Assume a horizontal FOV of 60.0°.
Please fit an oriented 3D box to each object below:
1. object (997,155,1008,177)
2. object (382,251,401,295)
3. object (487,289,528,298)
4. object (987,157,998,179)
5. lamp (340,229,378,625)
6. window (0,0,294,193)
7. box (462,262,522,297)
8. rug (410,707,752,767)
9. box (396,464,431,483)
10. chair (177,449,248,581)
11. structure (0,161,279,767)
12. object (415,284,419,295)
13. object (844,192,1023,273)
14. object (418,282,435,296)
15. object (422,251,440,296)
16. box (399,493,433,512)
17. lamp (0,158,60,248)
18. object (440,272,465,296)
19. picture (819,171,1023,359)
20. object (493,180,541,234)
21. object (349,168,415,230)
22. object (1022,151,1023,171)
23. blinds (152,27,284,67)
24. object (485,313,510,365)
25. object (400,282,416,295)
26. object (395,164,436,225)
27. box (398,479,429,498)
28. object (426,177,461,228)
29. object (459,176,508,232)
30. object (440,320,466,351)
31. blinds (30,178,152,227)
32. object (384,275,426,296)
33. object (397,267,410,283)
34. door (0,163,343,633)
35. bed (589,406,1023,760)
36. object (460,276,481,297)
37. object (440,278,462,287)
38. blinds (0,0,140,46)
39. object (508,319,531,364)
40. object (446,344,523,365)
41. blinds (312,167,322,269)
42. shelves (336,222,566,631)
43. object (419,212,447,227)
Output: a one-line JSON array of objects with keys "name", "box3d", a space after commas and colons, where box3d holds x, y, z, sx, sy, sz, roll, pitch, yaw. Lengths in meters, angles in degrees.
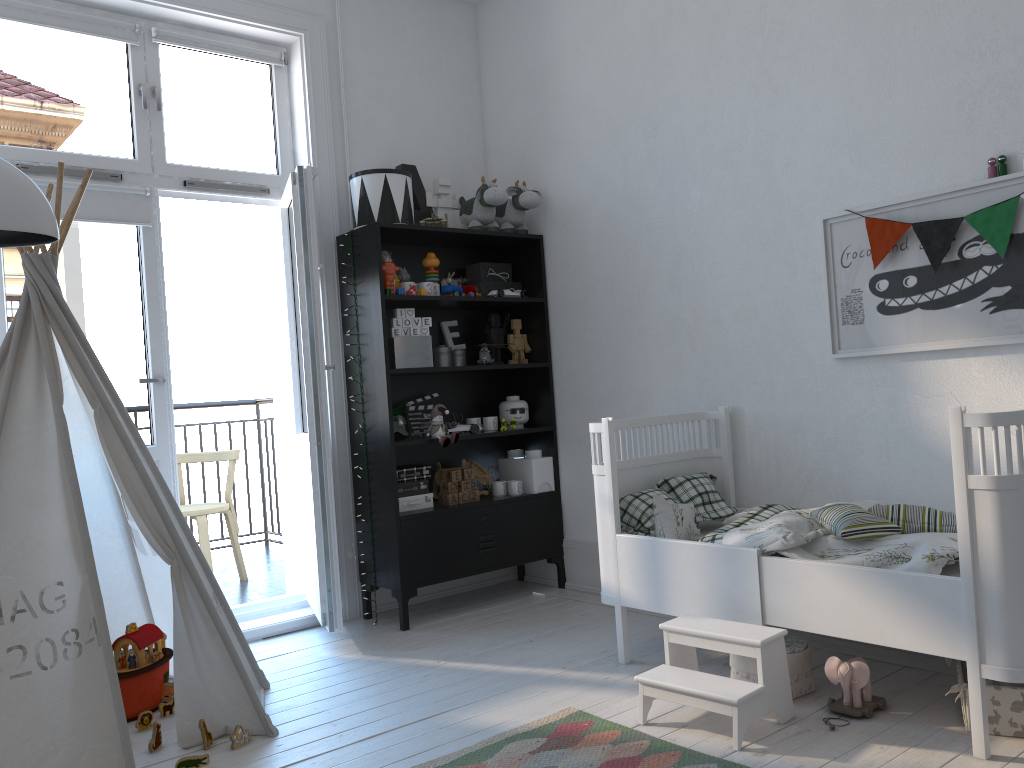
[{"name": "object", "box3d": [1.443, -0.641, 2.609, 0.025, 0.064, 0.025, -4, 0, -41]}, {"name": "object", "box3d": [-0.522, -0.467, 3.766, 0.105, 0.203, 0.072, -4, 0, -32]}, {"name": "object", "box3d": [-0.024, -0.418, 4.137, 0.098, 0.048, 0.230, -4, -1, 41]}, {"name": "object", "box3d": [1.426, -0.640, 2.631, 0.025, 0.064, 0.025, -4, 0, -44]}, {"name": "lamp", "box3d": [-0.312, 0.161, 4.071, 0.985, 1.684, 0.095, -4, 0, -42]}, {"name": "window", "box3d": [-1.474, -1.152, 3.585, 1.262, 0.660, 0.101, -3, 0, -39]}, {"name": "box", "box3d": [-0.089, -0.484, 4.269, 0.251, 0.189, 0.179, -4, -1, -39]}, {"name": "rug", "box3d": [0.301, 0.924, 1.398, 1.319, 0.016, 2.029, -3, -1, -39]}, {"name": "box", "box3d": [-0.485, 0.393, 3.861, 0.215, 0.062, 0.179, -3, -1, -39]}, {"name": "chair", "box3d": [-1.666, 0.720, 4.641, 0.436, 0.715, 0.498, -4, 0, 6]}, {"name": "structure", "box3d": [-1.347, 0.191, 2.603, 1.143, 1.749, 1.143, -4, 0, 27]}, {"name": "object", "box3d": [-0.435, -0.403, 3.889, 0.067, 0.067, 0.067, -4, -1, 25]}, {"name": "object", "box3d": [1.395, -0.557, 2.666, 0.058, 0.415, 0.905, -4, -1, -40]}, {"name": "object", "box3d": [-0.372, -0.407, 3.864, 0.067, 0.067, 0.067, -4, -1, -38]}, {"name": "object", "box3d": [-0.355, -0.481, 3.932, 0.077, 0.213, 0.077, -4, 0, -6]}, {"name": "box", "box3d": [-0.476, 0.515, 3.860, 0.215, 0.062, 0.179, -3, -1, -39]}, {"name": "lamp", "box3d": [-0.637, -0.493, 0.806, 0.200, 0.655, 0.651, -4, 0, -6]}, {"name": "object", "box3d": [-0.268, -0.442, 4.001, 0.087, 0.126, 0.121, -4, 0, 28]}, {"name": "picture", "box3d": [1.309, -0.352, 2.795, 0.030, 0.492, 0.703, -4, -1, -39]}, {"name": "object", "box3d": [-0.035, -0.816, 4.204, 0.386, 0.253, 0.211, -4, -1, 35]}, {"name": "object", "box3d": [-0.575, -0.789, 3.915, 0.272, 0.259, 0.395, -4, -1, -11]}, {"name": "object", "box3d": [1.485, -0.645, 2.553, 0.025, 0.064, 0.025, -4, 0, -44]}, {"name": "blinds", "box3d": [-1.236, -1.429, 3.770, 0.565, 0.060, 0.032, -3, -1, -39]}, {"name": "object", "box3d": [-0.067, -0.214, 4.253, 0.117, 0.259, 0.081, -4, 0, -39]}, {"name": "object", "box3d": [-0.449, -0.403, 3.821, 0.067, 0.067, 0.067, -4, -1, -38]}, {"name": "object", "box3d": [-0.477, -0.836, 4.094, 0.343, 0.344, 0.057, -4, 0, -39]}, {"name": "box", "box3d": [-0.495, 0.455, 3.848, 0.215, 0.062, 0.179, -3, -1, -39]}, {"name": "object", "box3d": [-0.322, -0.818, 4.180, 0.190, 0.290, 0.065, -4, 0, -34]}, {"name": "object", "box3d": [-0.150, -0.809, 4.105, 0.154, 0.253, 0.370, -4, -1, -31]}, {"name": "object", "box3d": [-0.281, -0.229, 4.220, 0.107, 0.151, 0.055, -4, 0, -39]}, {"name": "blinds", "box3d": [-1.667, -0.695, 3.375, 0.565, 0.158, 0.032, -3, -1, -39]}, {"name": "object", "box3d": [-0.540, -0.460, 3.842, 0.197, 0.197, 0.318, -4, -1, -43]}, {"name": "object", "box3d": [-0.486, -0.444, 3.983, 0.063, 0.160, 0.063, -4, 0, 29]}, {"name": "door", "box3d": [-1.239, 0.082, 3.383, 1.263, 1.838, 0.637, -4, 0, -37]}, {"name": "bed", "box3d": [0.964, 0.484, 2.752, 0.670, 0.833, 1.404, -4, -1, -39]}, {"name": "object", "box3d": [-0.209, -0.445, 4.103, 0.122, 0.112, 0.087, -4, 0, 22]}, {"name": "object", "box3d": [-0.194, -0.449, 4.317, 0.347, 0.131, 0.037, -3, -1, -39]}, {"name": "blinds", "box3d": [-1.715, -1.387, 3.378, 0.565, 0.087, 0.032, -3, -1, -39]}, {"name": "object", "box3d": [0.032, -0.201, 4.252, 0.114, 0.221, 0.052, -4, 0, -40]}, {"name": "object", "box3d": [-0.134, -0.134, 4.128, 0.367, 0.106, 0.349, -3, -1, -37]}, {"name": "blinds", "box3d": [-0.838, -0.632, 3.680, 0.032, 0.390, 0.565, -4, -1, -19]}, {"name": "shelves", "box3d": [-0.252, 0.160, 4.038, 0.911, 1.677, 0.353, -4, 0, -39]}, {"name": "object", "box3d": [-0.352, -0.724, 3.953, 0.121, 0.100, 0.338, -4, -1, -4]}]
